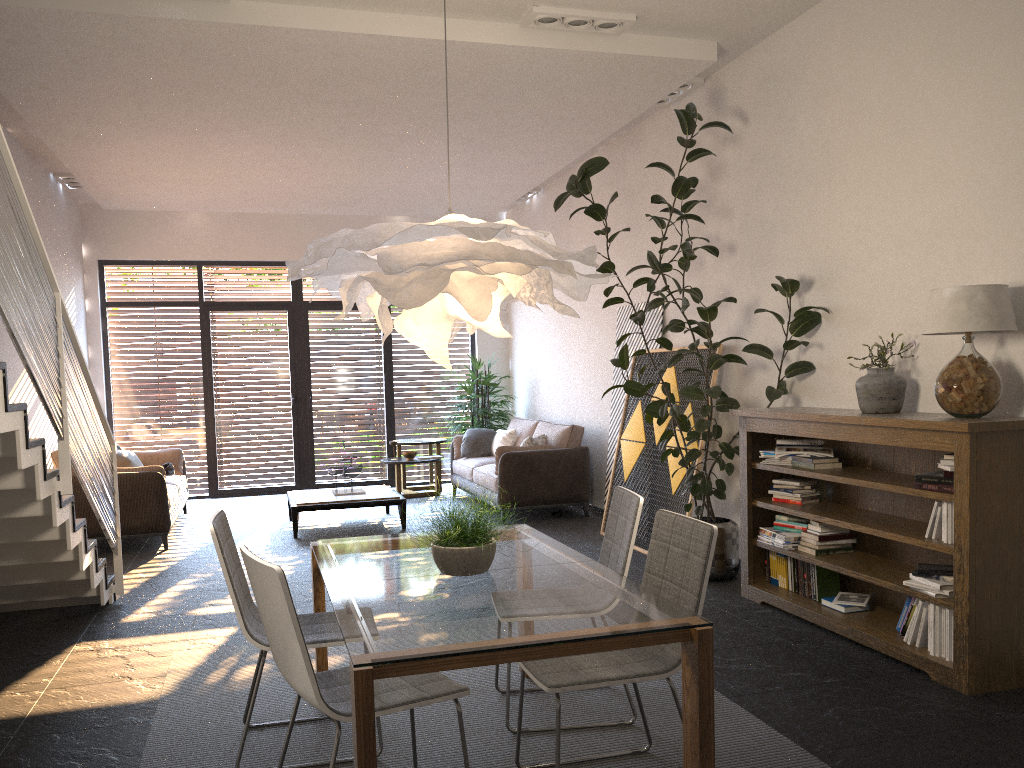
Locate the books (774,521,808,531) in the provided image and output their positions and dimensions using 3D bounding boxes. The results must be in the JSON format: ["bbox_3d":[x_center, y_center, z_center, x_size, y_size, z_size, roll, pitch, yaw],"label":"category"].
[{"bbox_3d":[1.710,0.835,5.257,0.175,0.023,0.249,-2,1,-31],"label":"books"}]

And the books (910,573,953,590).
[{"bbox_3d":[1.978,0.904,4.072,0.175,0.024,0.242,-2,1,-6],"label":"books"}]

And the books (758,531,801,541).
[{"bbox_3d":[1.638,0.896,5.256,0.218,0.008,0.304,-2,1,-13],"label":"books"}]

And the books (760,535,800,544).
[{"bbox_3d":[1.641,0.919,5.266,0.218,0.008,0.288,-2,1,-10],"label":"books"}]

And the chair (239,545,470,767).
[{"bbox_3d":[-0.487,0.951,2.758,0.600,0.922,0.474,-3,4,-30],"label":"chair"}]

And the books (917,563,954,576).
[{"bbox_3d":[1.990,0.857,4.081,0.221,0.023,0.147,-1,1,25],"label":"books"}]

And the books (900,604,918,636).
[{"bbox_3d":[1.980,1.145,4.272,0.146,0.184,0.147,-2,3,-13],"label":"books"}]

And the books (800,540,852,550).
[{"bbox_3d":[1.784,0.905,5.035,0.227,0.024,0.166,-2,1,-18],"label":"books"}]

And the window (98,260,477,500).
[{"bbox_3d":[-2.716,-0.111,11.343,4.939,3.039,0.458,-2,4,-16],"label":"window"}]

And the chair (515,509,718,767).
[{"bbox_3d":[0.344,0.925,2.997,0.601,0.922,0.474,-2,3,-16],"label":"chair"}]

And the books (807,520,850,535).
[{"bbox_3d":[1.800,0.805,5.024,0.216,0.069,0.157,-2,1,-6],"label":"books"}]

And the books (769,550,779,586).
[{"bbox_3d":[1.685,1.113,5.451,0.171,0.235,0.100,-2,3,-16],"label":"books"}]

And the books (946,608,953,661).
[{"bbox_3d":[2.028,1.114,3.978,0.174,0.244,0.019,-2,4,-16],"label":"books"}]

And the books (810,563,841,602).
[{"bbox_3d":[1.788,1.111,5.053,0.167,0.242,0.104,-2,3,-16],"label":"books"}]

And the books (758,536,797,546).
[{"bbox_3d":[1.635,0.925,5.266,0.218,0.013,0.304,-2,1,-12],"label":"books"}]

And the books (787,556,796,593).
[{"bbox_3d":[1.727,1.112,5.286,0.167,0.242,0.099,-2,3,-16],"label":"books"}]

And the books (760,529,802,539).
[{"bbox_3d":[1.644,0.881,5.256,0.218,0.008,0.304,-2,1,-12],"label":"books"}]

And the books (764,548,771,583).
[{"bbox_3d":[1.665,1.109,5.517,0.171,0.242,0.084,-2,3,-16],"label":"books"}]

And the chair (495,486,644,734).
[{"bbox_3d":[0.230,0.920,3.728,0.601,0.922,0.474,-2,3,-7],"label":"chair"}]

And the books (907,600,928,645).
[{"bbox_3d":[1.970,1.117,4.175,0.174,0.235,0.100,-2,3,-16],"label":"books"}]

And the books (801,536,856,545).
[{"bbox_3d":[1.795,0.881,5.025,0.243,0.024,0.174,-2,1,-9],"label":"books"}]

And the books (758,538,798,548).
[{"bbox_3d":[1.636,0.940,5.267,0.218,0.007,0.304,-2,1,-12],"label":"books"}]

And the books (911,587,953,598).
[{"bbox_3d":[1.958,0.946,4.073,0.155,0.020,0.205,-2,1,-6],"label":"books"}]

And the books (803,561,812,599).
[{"bbox_3d":[1.779,1.111,5.124,0.171,0.242,0.084,-2,3,-16],"label":"books"}]

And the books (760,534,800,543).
[{"bbox_3d":[1.641,0.913,5.266,0.218,0.008,0.288,-2,1,-10],"label":"books"}]

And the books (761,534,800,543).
[{"bbox_3d":[1.643,0.908,5.257,0.218,0.006,0.304,-2,1,-12],"label":"books"}]

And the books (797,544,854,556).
[{"bbox_3d":[1.779,0.934,5.029,0.243,0.034,0.179,-2,1,-14],"label":"books"}]

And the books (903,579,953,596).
[{"bbox_3d":[1.958,0.926,4.066,0.174,0.019,0.243,-2,1,-26],"label":"books"}]

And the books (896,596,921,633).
[{"bbox_3d":[2.005,1.118,4.349,0.171,0.228,0.164,-2,3,-16],"label":"books"}]

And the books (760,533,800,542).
[{"bbox_3d":[1.639,0.903,5.260,0.218,0.008,0.288,-2,1,-12],"label":"books"}]

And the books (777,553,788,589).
[{"bbox_3d":[1.707,1.112,5.372,0.171,0.236,0.107,-2,3,-16],"label":"books"}]

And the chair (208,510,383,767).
[{"bbox_3d":[-0.832,0.954,3.437,0.601,0.922,0.474,-2,3,-13],"label":"chair"}]

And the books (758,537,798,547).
[{"bbox_3d":[1.636,0.932,5.265,0.218,0.008,0.304,-2,1,-12],"label":"books"}]

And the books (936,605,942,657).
[{"bbox_3d":[2.010,1.114,4.038,0.174,0.244,0.019,-2,4,-16],"label":"books"}]

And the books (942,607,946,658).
[{"bbox_3d":[2.032,1.114,4.024,0.174,0.244,0.019,-2,4,-16],"label":"books"}]

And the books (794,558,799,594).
[{"bbox_3d":[1.748,1.111,5.232,0.171,0.241,0.055,-2,4,-16],"label":"books"}]

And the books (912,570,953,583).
[{"bbox_3d":[1.986,0.880,4.087,0.155,0.022,0.205,-2,1,-36],"label":"books"}]

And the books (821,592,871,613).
[{"bbox_3d":[1.834,1.203,4.876,0.258,0.050,0.269,-1,1,29],"label":"books"}]

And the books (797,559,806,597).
[{"bbox_3d":[1.763,1.119,5.183,0.171,0.225,0.083,-2,3,-16],"label":"books"}]

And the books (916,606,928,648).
[{"bbox_3d":[1.979,1.134,4.153,0.155,0.204,0.072,-2,3,-16],"label":"books"}]

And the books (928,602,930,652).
[{"bbox_3d":[2.012,1.114,4.111,0.175,0.244,0.024,-2,4,-16],"label":"books"}]

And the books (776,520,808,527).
[{"bbox_3d":[1.727,0.815,5.255,0.192,0.014,0.255,-2,1,-28],"label":"books"}]

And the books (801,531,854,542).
[{"bbox_3d":[1.786,0.855,5.016,0.225,0.029,0.179,-2,1,-13],"label":"books"}]

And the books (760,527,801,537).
[{"bbox_3d":[1.643,0.872,5.254,0.218,0.013,0.304,-2,1,-12],"label":"books"}]

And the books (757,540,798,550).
[{"bbox_3d":[1.637,0.947,5.266,0.218,0.008,0.304,-2,1,-17],"label":"books"}]

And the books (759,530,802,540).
[{"bbox_3d":[1.640,0.889,5.256,0.218,0.008,0.304,-2,1,-13],"label":"books"}]

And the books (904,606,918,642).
[{"bbox_3d":[1.961,1.137,4.215,0.155,0.195,0.104,-2,3,-16],"label":"books"}]

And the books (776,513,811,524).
[{"bbox_3d":[1.727,0.794,5.255,0.193,0.028,0.245,-2,1,-36],"label":"books"}]

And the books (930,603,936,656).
[{"bbox_3d":[1.995,1.115,4.057,0.175,0.244,0.024,-2,4,-16],"label":"books"}]

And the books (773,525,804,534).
[{"bbox_3d":[1.710,0.858,5.258,0.175,0.023,0.249,-2,1,-36],"label":"books"}]
